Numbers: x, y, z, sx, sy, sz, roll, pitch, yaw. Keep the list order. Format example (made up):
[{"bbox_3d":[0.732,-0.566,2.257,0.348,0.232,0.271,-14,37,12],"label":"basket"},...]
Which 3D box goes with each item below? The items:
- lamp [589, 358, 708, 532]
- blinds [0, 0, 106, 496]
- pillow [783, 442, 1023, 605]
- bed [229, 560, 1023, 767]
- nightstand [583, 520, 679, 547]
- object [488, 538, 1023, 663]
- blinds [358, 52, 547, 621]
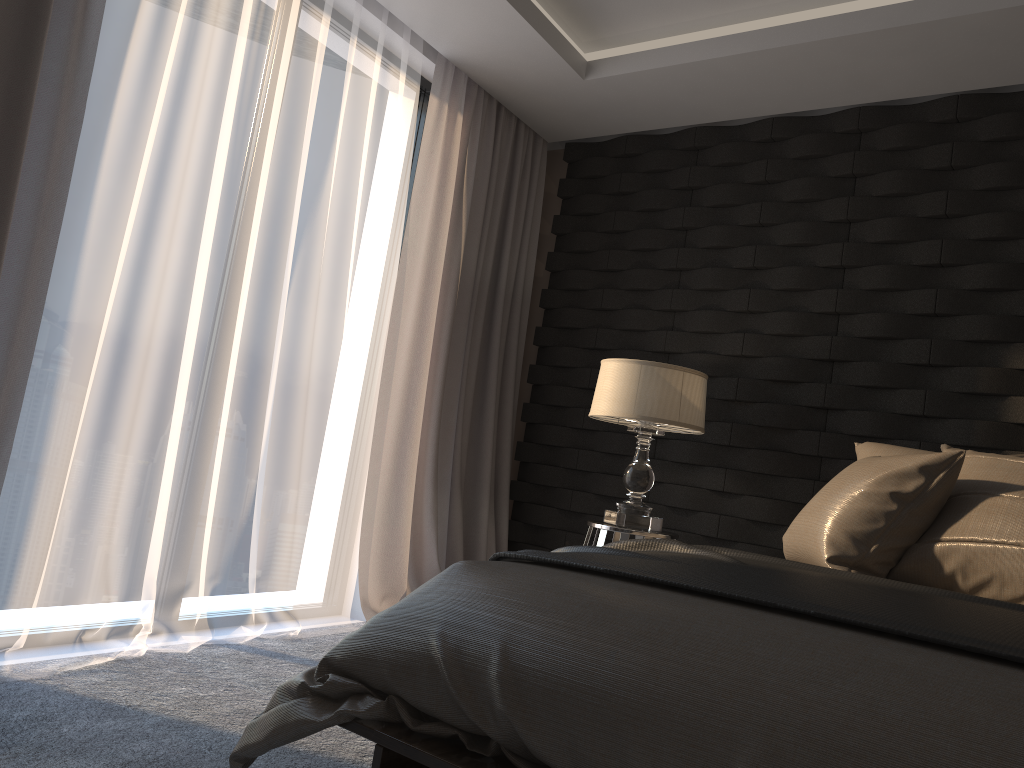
[{"bbox_3d":[0.519,0.250,3.487,0.482,0.632,0.449,11,-6,-19],"label":"lamp"},{"bbox_3d":[-1.423,-0.585,1.926,0.341,2.649,1.097,5,-7,32],"label":"blinds"},{"bbox_3d":[1.364,0.337,2.431,1.190,0.520,0.946,4,-7,40],"label":"pillow"},{"bbox_3d":[1.048,0.820,2.030,2.170,0.626,2.410,5,-7,39],"label":"bed"},{"bbox_3d":[0.428,0.859,3.406,0.579,0.605,0.521,14,-7,-38],"label":"nightstand"},{"bbox_3d":[0.779,0.567,1.685,1.944,0.323,0.650,5,-7,38],"label":"object"},{"bbox_3d":[-0.156,-0.202,4.125,0.324,2.648,1.045,5,-7,31],"label":"blinds"}]
